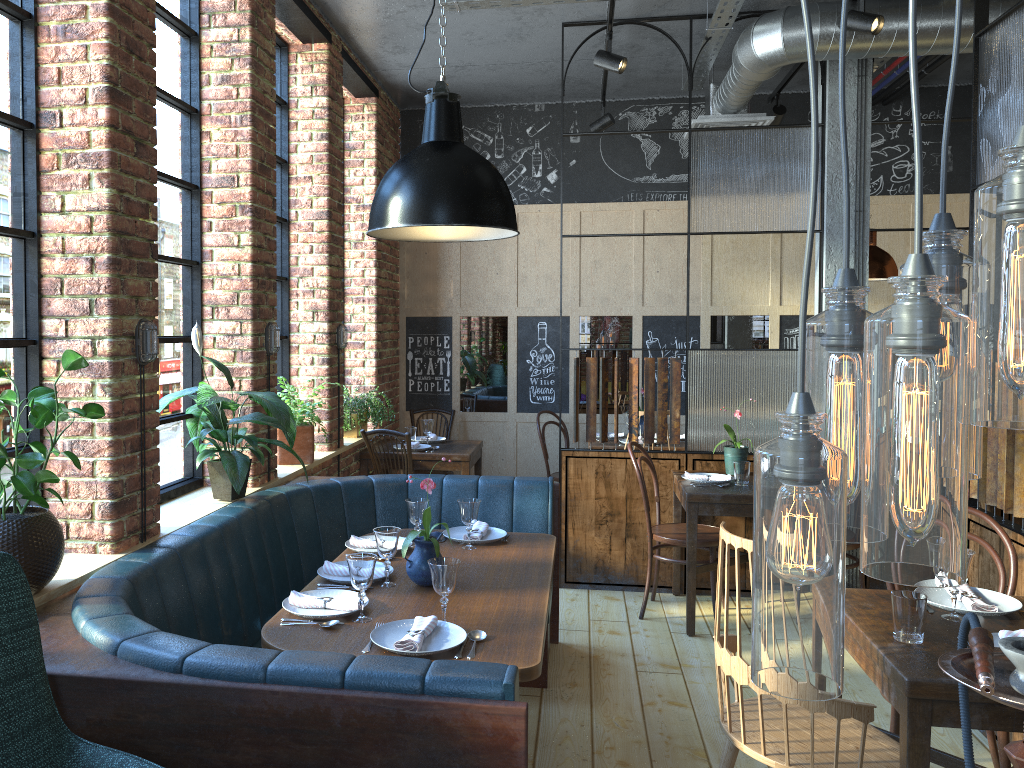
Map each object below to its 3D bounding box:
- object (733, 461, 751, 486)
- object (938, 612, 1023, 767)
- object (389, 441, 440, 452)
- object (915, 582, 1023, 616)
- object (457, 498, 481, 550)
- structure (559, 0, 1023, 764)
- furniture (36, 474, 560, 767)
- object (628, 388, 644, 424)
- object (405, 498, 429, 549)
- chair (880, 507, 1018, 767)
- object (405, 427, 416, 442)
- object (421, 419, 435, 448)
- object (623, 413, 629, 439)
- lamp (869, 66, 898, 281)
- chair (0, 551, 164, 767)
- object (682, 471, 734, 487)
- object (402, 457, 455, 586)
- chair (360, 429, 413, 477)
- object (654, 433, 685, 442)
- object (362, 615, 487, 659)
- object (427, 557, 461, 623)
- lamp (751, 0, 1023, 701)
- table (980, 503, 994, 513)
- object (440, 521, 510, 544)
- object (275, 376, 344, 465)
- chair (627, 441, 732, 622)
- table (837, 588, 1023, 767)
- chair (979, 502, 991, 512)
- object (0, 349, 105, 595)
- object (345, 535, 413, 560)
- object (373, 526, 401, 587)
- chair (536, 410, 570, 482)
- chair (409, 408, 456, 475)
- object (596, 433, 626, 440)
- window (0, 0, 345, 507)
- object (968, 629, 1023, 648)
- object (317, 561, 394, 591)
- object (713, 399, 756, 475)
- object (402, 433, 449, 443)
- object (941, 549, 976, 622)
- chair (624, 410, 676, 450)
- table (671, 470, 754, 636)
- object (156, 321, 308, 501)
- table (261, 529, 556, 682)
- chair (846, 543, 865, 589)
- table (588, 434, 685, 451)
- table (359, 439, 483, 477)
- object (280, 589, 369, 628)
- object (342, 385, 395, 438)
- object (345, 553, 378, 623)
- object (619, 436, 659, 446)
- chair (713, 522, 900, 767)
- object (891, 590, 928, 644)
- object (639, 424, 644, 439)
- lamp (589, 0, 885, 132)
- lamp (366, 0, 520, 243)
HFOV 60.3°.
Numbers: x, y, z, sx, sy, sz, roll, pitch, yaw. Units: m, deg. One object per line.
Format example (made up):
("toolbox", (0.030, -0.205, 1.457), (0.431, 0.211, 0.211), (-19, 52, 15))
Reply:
("object", (1.197, 0.466, 4.589), (0.081, 0.119, 0.087), (-1, 3, -24))
("object", (0.524, 0.614, 0.945), (0.169, 0.703, 0.261), (0, 2, -3))
("object", (-0.663, 0.420, 5.967), (0.331, 0.051, 0.264), (1, 3, 11))
("object", (1.312, 0.622, 2.577), (0.331, 0.051, 0.264), (1, 3, 11))
("object", (-0.172, 0.561, 3.531), (0.103, 0.191, 0.094), (2, 3, 36))
("structure", (3.841, -0.294, 2.671), (5.957, 3.323, 5.931), (0, 3, -9))
("furniture", (-0.553, 0.930, 3.153), (1.383, 0.821, 2.581), (0, 3, 6))
("object", (0.977, 0.180, 6.774), (0.220, 0.431, 0.135), (0, 2, 4))
("object", (-0.381, 0.561, 3.540), (0.103, 0.191, 0.094), (2, 3, 36))
("chair", (1.434, 0.894, 2.892), (0.456, 0.920, 0.527), (1, 3, 29))
("object", (-0.722, 0.368, 6.267), (0.087, 0.119, 0.081), (1, 3, 25))
("object", (-0.581, 0.343, 6.072), (0.095, 0.191, 0.101), (-1, 2, -22))
("object", (0.871, 0.314, 6.542), (0.095, 0.191, 0.101), (-1, 2, -22))
("lamp", (2.259, -1.327, 5.581), (0.358, 1.333, 0.379), (-1, 2, -20))
("chair", (-0.789, 0.900, 1.368), (1.076, 1.096, 0.774), (2, 3, 31))
("object", (1.042, 0.496, 4.687), (0.274, 0.051, 0.319), (1, 3, 10))
("object", (-0.297, 0.474, 3.005), (0.142, 0.431, 0.210), (1, 2, 25))
("chair", (-0.696, 0.725, 5.731), (0.421, 0.914, 0.501), (1, 3, 26))
("object", (1.178, 0.385, 6.529), (0.274, 0.051, 0.319), (1, 3, 10))
("object", (-0.243, 0.697, 2.452), (0.331, 0.051, 0.264), (1, 3, 11))
("object", (-0.200, 0.617, 2.599), (0.103, 0.191, 0.094), (2, 3, 36))
("lamp", (0.495, -0.782, 0.723), (0.525, 2.117, 0.276), (1, 2, 32))
("table", (2.900, 0.899, 4.414), (0.761, 0.726, 0.741), (0, 3, 7))
("object", (-0.173, 0.622, 3.696), (0.331, 0.051, 0.264), (1, 3, 11))
("object", (-1.186, 0.186, 4.779), (0.437, 0.482, 0.443), (2, 3, 29))
("chair", (0.903, 0.783, 4.755), (0.570, 0.920, 0.422), (1, 2, 24))
("table", (1.313, 1.025, 2.353), (0.761, 0.726, 0.741), (0, 3, 7))
("chair", (2.522, 0.798, 4.463), (0.533, 0.914, 0.397), (1, 2, 12))
("object", (-1.362, 0.235, 2.415), (0.402, 0.662, 0.491), (1, 3, 30))
("object", (-0.534, 0.634, 3.500), (0.274, 0.051, 0.319), (1, 3, 10))
("object", (-0.427, 0.593, 3.015), (0.103, 0.191, 0.094), (2, 3, 36))
("chair", (0.463, 0.671, 6.616), (0.576, 0.920, 0.418), (2, 3, 39))
("chair", (-0.630, 0.663, 6.769), (0.407, 0.914, 0.519), (0, 2, 1))
("object", (0.722, 0.380, 6.608), (0.272, 0.051, 0.322), (0, 3, 5))
("window", (-0.630, -0.589, 1.865), (3.309, 2.427, 8.868), (-2, 4, -28))
("object", (1.289, 0.649, 2.136), (0.331, 0.051, 0.264), (1, 3, 11))
("object", (-0.556, 0.658, 3.103), (0.274, 0.051, 0.319), (1, 3, 10))
("object", (1.244, 0.294, 4.928), (0.196, 0.426, 0.152), (-1, 2, -21))
("object", (-0.630, 0.394, 6.401), (0.331, 0.051, 0.264), (1, 3, 11))
("object", (1.235, 0.559, 2.460), (0.094, 0.191, 0.103), (-2, 3, -36))
("chair", (0.905, 0.668, 6.053), (0.531, 1.005, 0.455), (0, 2, -6))
("table", (1.266, 0.884, 4.689), (0.761, 0.726, 0.741), (0, 3, 7))
("object", (-1.177, 0.110, 3.643), (0.616, 0.751, 0.725), (0, 3, 6))
("table", (-0.281, 1.014, 3.100), (0.834, 0.660, 1.522), (0, 3, 6))
("chair", (1.652, 0.789, 4.636), (0.550, 0.920, 0.438), (0, 2, 0))
("table", (0.939, 0.776, 6.489), (0.761, 0.726, 0.741), (0, 3, 7))
("table", (-0.618, 0.796, 6.189), (0.761, 0.726, 0.741), (0, 3, 7))
("object", (-0.585, 0.680, 2.738), (0.274, 0.051, 0.319), (1, 3, 10))
("object", (-1.044, 0.170, 5.946), (0.505, 0.369, 0.599), (0, 3, 7))
("object", (-0.452, 0.614, 2.651), (0.103, 0.191, 0.094), (2, 3, 36))
("object", (0.915, 0.402, 6.248), (0.331, 0.051, 0.264), (1, 3, 11))
("chair", (0.773, 0.889, 2.378), (0.437, 1.005, 0.553), (-1, 2, -22))
("object", (1.030, 0.605, 2.287), (0.084, 0.119, 0.085), (0, 2, -3))
("object", (0.959, 0.357, 6.425), (0.084, 0.119, 0.085), (0, 2, -3))
("lamp", (3.422, -1.667, 2.408), (6.352, 0.273, 7.138), (0, 3, 7))
("lamp", (-0.235, -1.175, 3.008), (0.549, 1.325, 0.510), (1, 2, 25))
